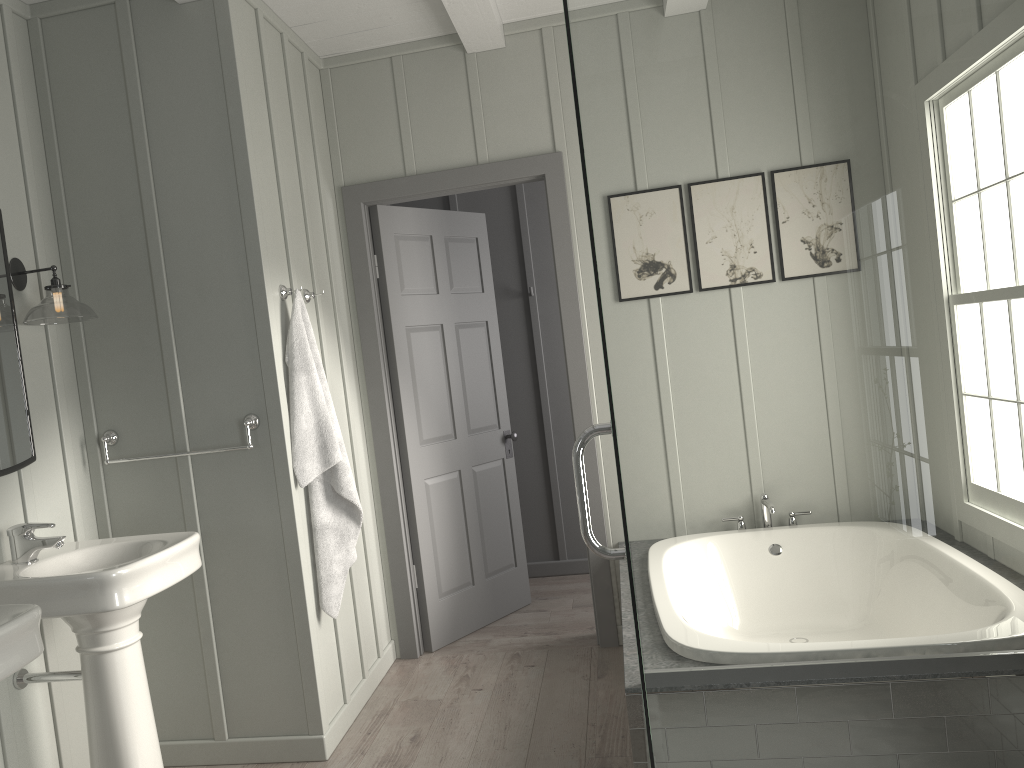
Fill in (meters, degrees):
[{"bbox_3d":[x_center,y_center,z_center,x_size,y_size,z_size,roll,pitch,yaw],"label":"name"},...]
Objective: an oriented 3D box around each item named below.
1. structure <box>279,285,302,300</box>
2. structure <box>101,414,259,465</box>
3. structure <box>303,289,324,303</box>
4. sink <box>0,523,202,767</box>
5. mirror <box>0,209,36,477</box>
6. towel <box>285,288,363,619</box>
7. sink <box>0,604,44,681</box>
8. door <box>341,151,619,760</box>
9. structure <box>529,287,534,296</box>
[{"bbox_3d":[-0.803,-0.338,3.226,0.080,0.056,0.056,-7,2,9],"label":"structure"},{"bbox_3d":[-1.182,0.198,3.130,0.610,0.123,0.054,-7,2,10],"label":"structure"},{"bbox_3d":[-0.776,-0.350,3.475,0.080,0.056,0.056,-7,2,9],"label":"structure"},{"bbox_3d":[-1.240,0.906,2.683,0.574,1.014,0.562,-6,2,9],"label":"sink"},{"bbox_3d":[-1.636,-0.149,2.680,0.015,0.884,0.419,-6,2,7],"label":"mirror"},{"bbox_3d":[-0.674,0.248,3.247,0.164,1.204,0.313,-6,2,13],"label":"towel"},{"bbox_3d":[-1.328,0.944,1.886,0.574,1.014,0.562,-6,2,9],"label":"sink"},{"bbox_3d":[-0.811,0.317,0.992,4.311,2.197,7.685,-7,2,7],"label":"door"},{"bbox_3d":[0.118,-0.542,5.211,0.019,0.051,0.134,-6,2,7],"label":"structure"}]
